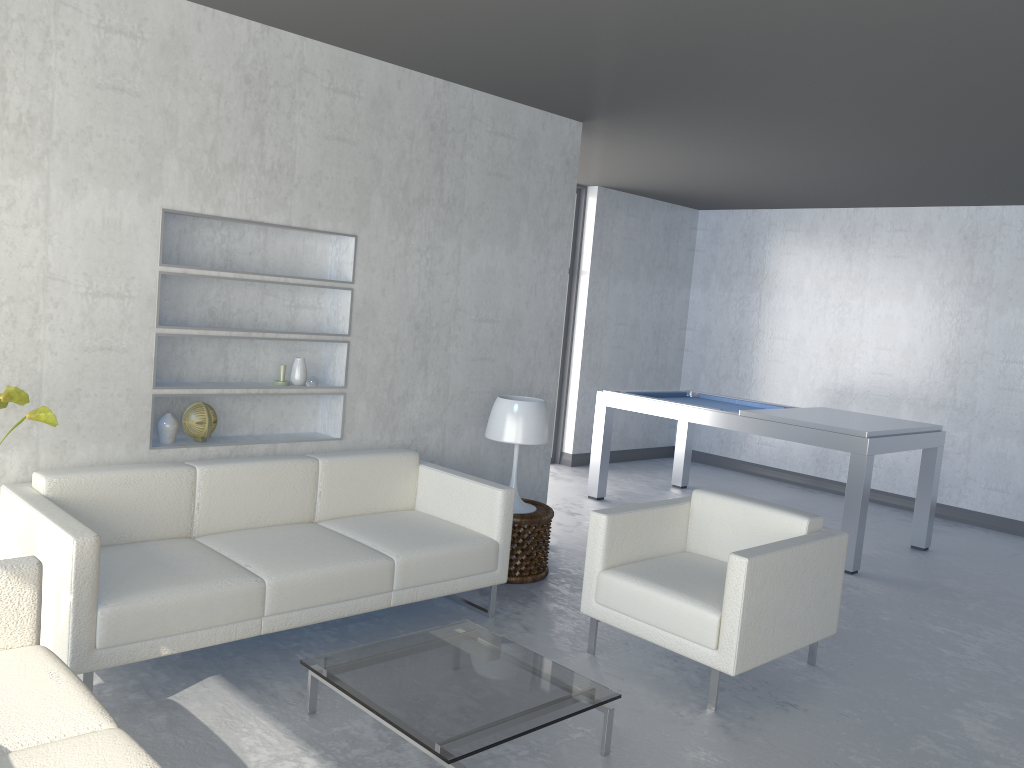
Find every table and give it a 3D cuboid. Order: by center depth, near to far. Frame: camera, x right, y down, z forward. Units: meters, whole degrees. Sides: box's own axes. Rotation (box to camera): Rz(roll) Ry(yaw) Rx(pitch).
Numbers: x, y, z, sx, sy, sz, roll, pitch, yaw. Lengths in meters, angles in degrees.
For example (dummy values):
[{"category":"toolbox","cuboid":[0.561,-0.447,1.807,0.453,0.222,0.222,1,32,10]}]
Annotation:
[{"category":"table","cuboid":[-0.178,1.054,2.910,0.730,0.190,0.773,0,7,-44]},{"category":"table","cuboid":[-0.016,0.822,4.711,0.452,0.358,0.452,7,6,21]},{"category":"table","cuboid":[1.750,0.564,6.357,1.180,0.835,2.095,0,7,-44]}]

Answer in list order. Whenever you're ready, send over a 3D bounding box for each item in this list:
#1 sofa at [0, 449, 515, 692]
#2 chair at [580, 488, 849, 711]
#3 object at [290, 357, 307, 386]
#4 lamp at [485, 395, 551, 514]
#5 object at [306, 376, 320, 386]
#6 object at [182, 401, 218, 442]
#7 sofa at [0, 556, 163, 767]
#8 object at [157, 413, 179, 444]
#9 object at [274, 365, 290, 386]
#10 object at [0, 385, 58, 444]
[{"category":"sofa","cuboid":[-0.949,0.680,3.649,1.881,0.658,0.821,0,7,-44]},{"category":"chair","cuboid":[0.835,0.833,3.706,0.821,0.662,0.748,0,7,-44]},{"category":"object","cuboid":[-1.013,-0.060,4.223,0.079,0.130,0.079,10,7,44]},{"category":"lamp","cuboid":[0.024,0.365,4.668,0.347,0.582,0.347,6,5,14]},{"category":"object","cuboid":[-0.945,-0.012,4.218,0.064,0.050,0.064,1,7,-38]},{"category":"object","cuboid":[-1.355,0.167,3.905,0.088,0.179,0.163,9,6,36]},{"category":"sofa","cuboid":[-1.010,0.864,1.602,0.821,0.658,1.881,0,7,-44]},{"category":"object","cuboid":[-1.483,0.190,3.822,0.086,0.128,0.086,2,6,-33]},{"category":"object","cuboid":[-1.080,-0.042,4.170,0.074,0.094,0.074,6,5,10]},{"category":"object","cuboid":[-1.738,0.482,2.919,0.400,1.051,0.387,4,5,-16]}]
